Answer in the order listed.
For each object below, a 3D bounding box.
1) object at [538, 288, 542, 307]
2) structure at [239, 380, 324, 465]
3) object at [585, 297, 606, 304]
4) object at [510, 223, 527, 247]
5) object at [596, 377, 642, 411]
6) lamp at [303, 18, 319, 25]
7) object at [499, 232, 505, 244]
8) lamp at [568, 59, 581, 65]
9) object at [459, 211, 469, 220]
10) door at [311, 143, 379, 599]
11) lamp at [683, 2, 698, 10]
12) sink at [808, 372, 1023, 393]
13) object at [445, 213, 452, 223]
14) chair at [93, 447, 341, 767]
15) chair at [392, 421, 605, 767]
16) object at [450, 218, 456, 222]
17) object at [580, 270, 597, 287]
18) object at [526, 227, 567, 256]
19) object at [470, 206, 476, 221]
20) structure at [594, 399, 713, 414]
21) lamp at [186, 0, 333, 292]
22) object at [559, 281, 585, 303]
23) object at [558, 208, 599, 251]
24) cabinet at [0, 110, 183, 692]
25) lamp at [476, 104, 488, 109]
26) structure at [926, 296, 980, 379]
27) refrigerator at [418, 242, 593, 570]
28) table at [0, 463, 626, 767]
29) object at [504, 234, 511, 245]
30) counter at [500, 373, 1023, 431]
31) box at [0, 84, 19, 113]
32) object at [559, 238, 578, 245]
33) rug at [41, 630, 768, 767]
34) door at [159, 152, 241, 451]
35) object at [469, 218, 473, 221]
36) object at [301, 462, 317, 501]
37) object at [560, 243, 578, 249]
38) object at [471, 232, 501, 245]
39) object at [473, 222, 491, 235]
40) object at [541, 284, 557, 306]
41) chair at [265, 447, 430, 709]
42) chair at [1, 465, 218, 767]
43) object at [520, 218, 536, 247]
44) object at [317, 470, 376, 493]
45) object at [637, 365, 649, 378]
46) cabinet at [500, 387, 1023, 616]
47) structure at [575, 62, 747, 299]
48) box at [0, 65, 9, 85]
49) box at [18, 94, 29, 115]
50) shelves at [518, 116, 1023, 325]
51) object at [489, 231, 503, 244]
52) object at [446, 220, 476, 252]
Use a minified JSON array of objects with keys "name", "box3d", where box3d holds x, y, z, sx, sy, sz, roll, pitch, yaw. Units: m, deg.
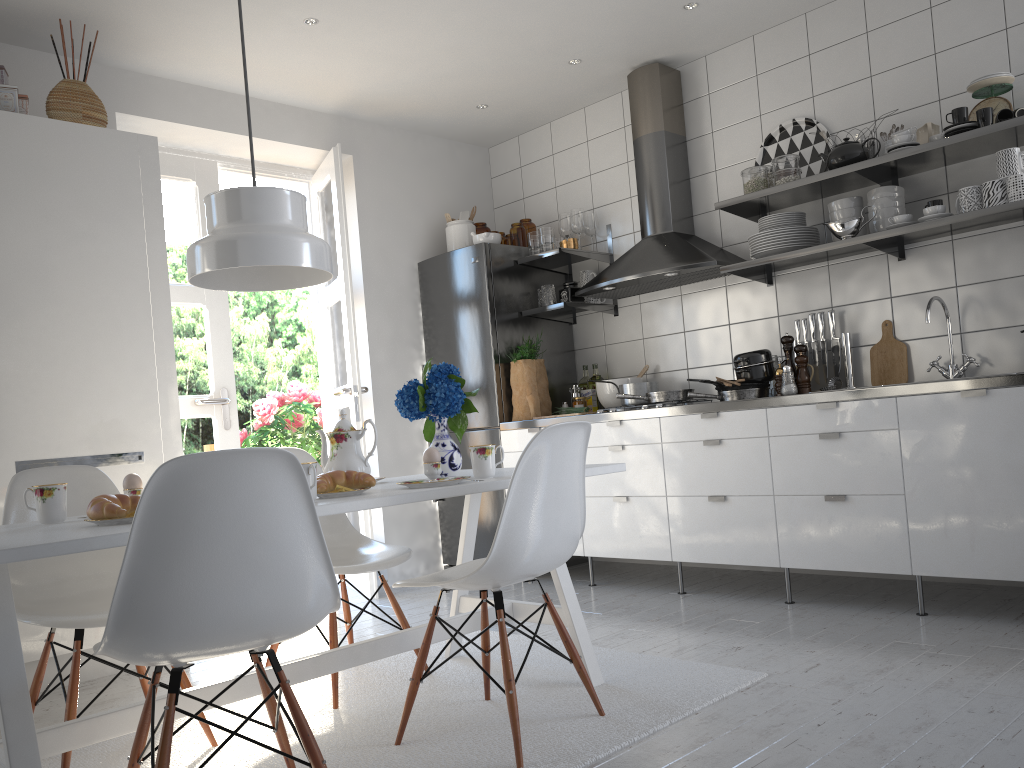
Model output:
[{"name":"object","box3d":[0.181,-0.468,4.890,0.086,0.119,0.086,-4,-2,-34]},{"name":"structure","box3d":[-1.549,0.618,6.394,1.174,1.279,1.264,-3,-2,-43]},{"name":"object","box3d":[0.454,-0.482,4.893,0.108,0.100,0.083,-6,-2,35]},{"name":"object","box3d":[0.036,-0.829,5.017,0.093,0.154,0.093,-4,-1,-22]},{"name":"object","box3d":[0.577,0.065,4.727,0.247,0.175,0.247,-5,-2,-4]},{"name":"lamp","box3d":[-0.845,-1.530,3.718,0.064,0.030,0.064,-7,-3,38]},{"name":"object","box3d":[-0.076,-0.817,5.360,0.113,0.186,0.113,-5,-1,-15]},{"name":"lamp","box3d":[0.308,-1.596,4.362,0.064,0.030,0.064,-7,-3,38]},{"name":"object","box3d":[-0.288,-0.869,5.119,0.064,0.289,0.141,-5,-1,19]},{"name":"door","box3d":[-0.914,-0.046,4.774,0.156,2.325,0.603,-5,-1,-24]},{"name":"lamp","box3d":[0.781,-1.662,3.872,0.064,0.030,0.064,-7,-3,38]},{"name":"sink","box3d":[1.597,0.047,3.397,0.487,0.111,0.767,-2,-4,-44]},{"name":"object","box3d":[-0.340,-0.850,5.118,0.054,0.262,0.149,-5,-1,21]},{"name":"chair","box3d":[-0.592,0.537,1.794,0.464,0.800,0.543,-4,-2,-30]},{"name":"chair","box3d":[-0.029,0.516,2.330,0.543,0.800,0.464,-6,-2,35]},{"name":"object","box3d":[-0.318,-0.846,5.130,0.061,0.251,0.117,-5,-1,-14]},{"name":"object","box3d":[0.420,-0.578,4.916,0.083,0.100,0.108,-5,-2,-10]},{"name":"object","box3d":[0.191,-0.765,4.852,0.190,0.134,0.228,-7,-3,36]},{"name":"object","box3d":[-0.243,-0.875,5.113,0.131,0.296,0.056,-5,-1,25]},{"name":"structure","box3d":[0.699,0.108,4.348,0.489,0.029,0.468,-2,-4,-44]},{"name":"lamp","box3d":[-0.723,-0.937,2.375,0.373,1.322,0.374,-5,-1,-13]},{"name":"object","box3d":[0.319,-0.488,4.773,0.100,0.123,0.100,-4,-2,-34]},{"name":"object","box3d":[0.371,-0.831,4.938,0.193,0.244,0.205,-6,-2,44]},{"name":"cabinet","box3d":[-2.013,0.087,3.270,1.376,2.095,0.514,-4,-2,-44]},{"name":"lamp","box3d":[-0.165,-1.530,4.853,0.064,0.030,0.064,-7,-3,38]},{"name":"structure","box3d":[1.750,-0.177,3.527,0.189,0.352,0.274,-5,-2,22]},{"name":"refrigerator","box3d":[-0.057,0.163,5.106,0.693,1.799,0.577,-4,-1,-44]},{"name":"table","box3d":[-0.556,0.634,2.386,1.824,0.660,0.815,-2,-3,-44]},{"name":"object","box3d":[0.001,-0.805,5.165,0.093,0.127,0.093,-4,-2,-23]},{"name":"counter","box3d":[1.289,0.063,3.750,0.650,0.045,3.246,-2,-4,-44]},{"name":"box","box3d":[-1.858,-1.033,3.259,0.081,0.111,0.081,-4,-2,-29]},{"name":"object","box3d":[0.305,-0.751,4.767,0.099,0.048,0.100,-4,-3,-21]},{"name":"rug","box3d":[-0.560,0.965,2.352,2.307,0.004,1.429,-2,-4,-44]},{"name":"door","box3d":[-1.674,0.002,4.432,0.601,2.325,0.157,-4,-1,-44]},{"name":"object","box3d":[-0.245,-0.852,5.120,0.050,0.247,0.114,-5,-1,11]},{"name":"object","box3d":[-0.499,0.236,2.107,0.078,0.095,0.091,-5,-2,-8]},{"name":"object","box3d":[0.309,-0.729,4.766,0.100,0.036,0.100,-4,-3,-25]},{"name":"object","box3d":[-0.133,-0.797,4.926,0.159,0.110,0.172,-7,-3,41]},{"name":"object","box3d":[-0.183,-0.837,5.285,0.117,0.236,0.118,-5,-1,-19]},{"name":"object","box3d":[0.198,-0.475,4.792,0.086,0.119,0.086,-6,-2,42]},{"name":"chair","box3d":[-0.613,0.598,2.955,0.543,0.800,0.464,-6,-2,40]},{"name":"chair","box3d":[-1.143,0.617,2.440,0.464,0.800,0.543,-4,-2,-45]},{"name":"object","box3d":[0.087,-0.849,5.110,0.097,0.195,0.097,-4,-2,-45]},{"name":"object","box3d":[-0.442,0.251,2.279,0.160,0.057,0.124,-3,-3,-29]},{"name":"object","box3d":[0.628,0.021,4.713,0.222,0.232,0.080,-5,-1,6]},{"name":"cabinet","box3d":[1.321,0.479,3.741,0.661,0.794,3.245,-3,-3,-44]},{"name":"structure","box3d":[0.672,-1.043,4.432,0.471,1.092,0.870,-4,-2,-44]},{"name":"box","box3d":[-1.943,-1.132,3.336,0.081,0.111,0.081,-4,-2,-19]},{"name":"box","box3d":[-1.868,-1.028,3.347,0.081,0.111,0.081,-4,-2,-29]},{"name":"shelves","box3d":[1.058,-0.716,4.094,0.426,0.512,2.546,-3,-3,-44]},{"name":"object","box3d":[-0.111,-0.808,5.178,0.113,0.154,0.113,-4,-2,-16]},{"name":"object","box3d":[-0.290,-0.824,5.110,0.174,0.208,0.173,-6,-2,41]}]
